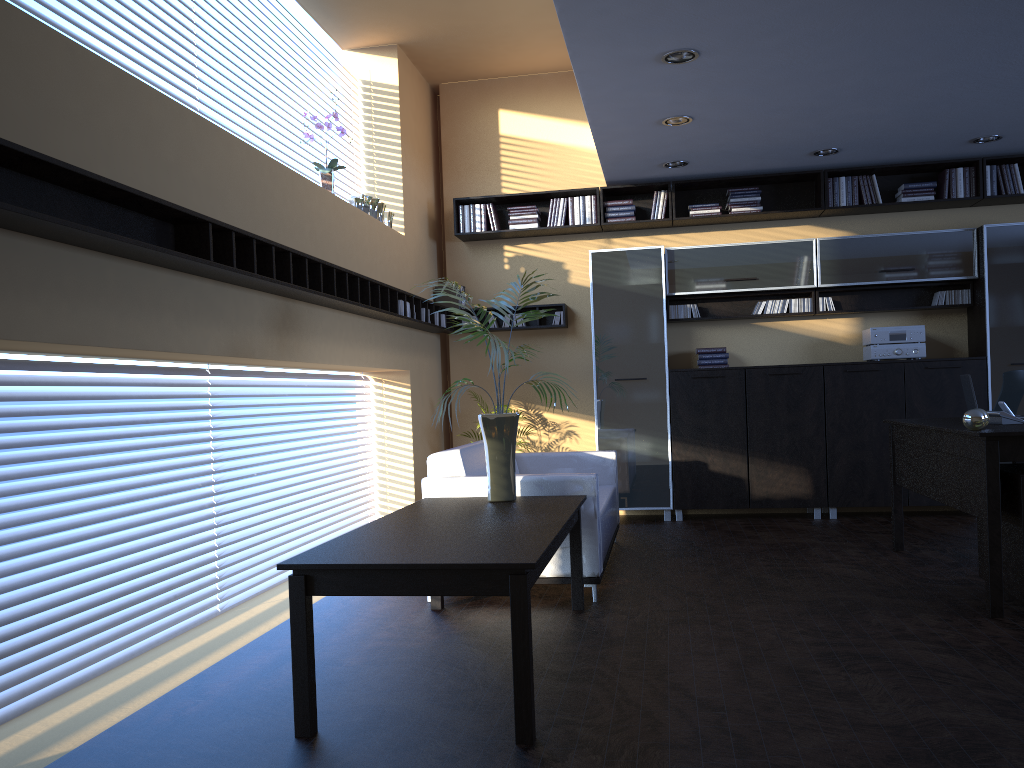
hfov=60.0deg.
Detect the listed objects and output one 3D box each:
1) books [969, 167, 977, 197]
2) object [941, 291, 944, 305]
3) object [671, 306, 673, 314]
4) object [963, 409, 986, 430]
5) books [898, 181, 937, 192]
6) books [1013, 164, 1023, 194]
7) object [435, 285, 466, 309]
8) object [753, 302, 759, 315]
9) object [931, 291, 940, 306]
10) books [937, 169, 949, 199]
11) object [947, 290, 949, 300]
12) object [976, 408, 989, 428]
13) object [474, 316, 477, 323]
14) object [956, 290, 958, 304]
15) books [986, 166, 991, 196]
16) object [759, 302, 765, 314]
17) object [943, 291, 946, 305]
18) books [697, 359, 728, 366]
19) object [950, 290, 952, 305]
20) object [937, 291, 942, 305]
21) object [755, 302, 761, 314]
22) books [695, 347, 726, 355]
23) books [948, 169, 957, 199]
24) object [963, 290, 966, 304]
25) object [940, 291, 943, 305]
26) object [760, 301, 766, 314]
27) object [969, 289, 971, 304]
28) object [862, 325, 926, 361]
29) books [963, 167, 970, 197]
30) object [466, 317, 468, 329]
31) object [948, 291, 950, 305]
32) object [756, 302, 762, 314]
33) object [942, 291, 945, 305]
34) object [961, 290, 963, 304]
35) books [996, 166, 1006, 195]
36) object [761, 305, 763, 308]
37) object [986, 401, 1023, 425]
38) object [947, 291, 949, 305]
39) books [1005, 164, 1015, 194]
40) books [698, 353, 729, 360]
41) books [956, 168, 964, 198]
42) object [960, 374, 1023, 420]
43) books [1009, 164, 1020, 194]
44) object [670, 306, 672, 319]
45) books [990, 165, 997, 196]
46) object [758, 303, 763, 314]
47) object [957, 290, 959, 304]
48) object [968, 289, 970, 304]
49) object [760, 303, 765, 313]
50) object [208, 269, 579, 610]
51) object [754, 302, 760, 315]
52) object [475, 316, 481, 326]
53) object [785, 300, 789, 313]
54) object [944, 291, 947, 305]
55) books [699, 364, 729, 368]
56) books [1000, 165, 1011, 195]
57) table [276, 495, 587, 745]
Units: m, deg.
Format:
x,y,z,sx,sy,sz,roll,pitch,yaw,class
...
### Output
x,y,z,sx,sy,sz,roll,pitch,yaw,class
3.872,-1.682,7.499,0.050,0.258,0.207,-2,0,10,books
3.686,-0.732,7.631,0.030,0.120,0.142,-2,0,10,object
1.448,-0.644,8.023,0.009,0.120,0.142,-2,0,10,object
2.315,0.179,4.440,0.105,0.105,0.105,-2,0,29,object
3.458,-1.675,7.571,0.258,0.050,0.207,-2,-1,10,books
4.213,-1.696,7.436,0.075,0.260,0.207,-2,0,9,books
-0.577,-0.807,8.377,0.254,0.229,0.159,-2,0,20,object
2.165,-0.669,7.890,0.059,0.113,0.142,-2,0,10,object
3.651,-0.730,7.637,0.040,0.118,0.142,-2,0,10,object
3.667,-1.673,7.540,0.055,0.260,0.207,-2,0,10,books
3.725,-0.734,7.611,0.009,0.124,0.142,-2,0,10,object
2.384,0.177,4.538,0.105,0.105,0.105,-2,0,29,object
-0.337,-0.573,8.332,0.009,0.120,0.142,-2,0,10,object
3.794,-0.737,7.603,0.009,0.120,0.142,-2,0,10,object
3.974,-1.686,7.478,0.050,0.258,0.207,-2,0,9,books
2.216,-0.671,7.888,0.055,0.110,0.140,-2,0,10,object
3.694,-0.733,7.620,0.026,0.117,0.140,-2,0,10,object
1.784,-0.193,7.901,0.258,0.050,0.207,-2,-1,10,books
3.744,-0.735,7.607,0.009,0.120,0.142,-2,0,10,object
3.666,-0.731,7.635,0.030,0.120,0.142,-2,0,10,object
2.185,-0.670,7.892,0.059,0.113,0.142,-2,0,10,object
1.771,-0.294,7.900,0.258,0.050,0.207,-2,-1,9,books
3.720,-1.676,7.534,0.050,0.258,0.207,-2,0,10,books
3.854,-0.739,7.591,0.009,0.120,0.142,-2,0,10,object
3.676,-0.732,7.633,0.030,0.120,0.142,-2,0,10,object
2.225,-0.671,7.883,0.055,0.110,0.140,-2,0,10,object
3.894,-0.741,7.586,0.009,0.120,0.142,-2,0,10,object
3.252,-0.340,7.556,0.430,0.282,0.363,-2,0,10,object
3.821,-1.680,7.509,0.050,0.258,0.207,-2,0,10,books
-0.407,-0.570,8.344,0.009,0.120,0.142,-2,0,10,object
3.736,-0.735,7.618,0.009,0.120,0.142,-2,0,10,object
2.195,-0.670,7.890,0.059,0.113,0.142,-2,0,10,object
3.696,-0.733,7.628,0.030,0.120,0.142,-2,0,10,object
3.834,-0.739,7.596,0.009,0.120,0.142,-2,0,10,object
4.092,-1.690,7.480,0.075,0.260,0.207,-2,0,10,books
2.216,-0.671,7.889,0.059,0.113,0.142,-2,0,10,object
2.730,0.158,4.917,0.146,0.127,0.130,-2,0,-5,object
3.725,-0.734,7.617,0.006,0.118,0.140,-2,0,10,object
4.152,-1.693,7.452,0.075,0.260,0.207,-2,0,10,books
1.795,-0.244,7.907,0.258,0.050,0.207,-2,-1,10,books
3.770,-1.678,7.517,0.050,0.258,0.207,-2,0,10,books
2.938,0.078,5.400,0.323,0.283,0.390,-2,0,20,object
4.182,-1.694,7.443,0.075,0.260,0.207,-2,0,10,books
1.437,-0.643,8.019,0.009,0.120,0.142,-2,0,10,object
4.025,-1.688,7.470,0.050,0.258,0.207,-2,0,10,books
2.205,-0.670,7.885,0.055,0.110,0.140,-2,0,10,object
3.804,-0.737,7.599,0.009,0.120,0.142,-2,0,10,object
3.883,-0.741,7.583,0.009,0.120,0.142,-2,0,10,object
2.226,-0.671,7.890,0.059,0.113,0.142,-2,0,10,object
-0.591,0.307,4.898,1.896,1.860,1.039,-2,0,30,object
2.176,-0.669,7.899,0.059,0.113,0.142,-2,0,10,object
-0.313,-0.572,8.328,0.040,0.118,0.142,-2,0,10,object
2.425,-0.682,7.847,0.036,0.116,0.140,-2,0,10,object
3.716,-0.734,7.624,0.009,0.120,0.142,-2,0,10,object
1.795,-0.142,7.895,0.258,0.050,0.207,-2,-1,10,books
4.120,-1.692,7.453,0.075,0.260,0.207,-2,0,10,books
-0.192,0.908,3.898,0.898,0.603,1.894,-2,-1,10,table
